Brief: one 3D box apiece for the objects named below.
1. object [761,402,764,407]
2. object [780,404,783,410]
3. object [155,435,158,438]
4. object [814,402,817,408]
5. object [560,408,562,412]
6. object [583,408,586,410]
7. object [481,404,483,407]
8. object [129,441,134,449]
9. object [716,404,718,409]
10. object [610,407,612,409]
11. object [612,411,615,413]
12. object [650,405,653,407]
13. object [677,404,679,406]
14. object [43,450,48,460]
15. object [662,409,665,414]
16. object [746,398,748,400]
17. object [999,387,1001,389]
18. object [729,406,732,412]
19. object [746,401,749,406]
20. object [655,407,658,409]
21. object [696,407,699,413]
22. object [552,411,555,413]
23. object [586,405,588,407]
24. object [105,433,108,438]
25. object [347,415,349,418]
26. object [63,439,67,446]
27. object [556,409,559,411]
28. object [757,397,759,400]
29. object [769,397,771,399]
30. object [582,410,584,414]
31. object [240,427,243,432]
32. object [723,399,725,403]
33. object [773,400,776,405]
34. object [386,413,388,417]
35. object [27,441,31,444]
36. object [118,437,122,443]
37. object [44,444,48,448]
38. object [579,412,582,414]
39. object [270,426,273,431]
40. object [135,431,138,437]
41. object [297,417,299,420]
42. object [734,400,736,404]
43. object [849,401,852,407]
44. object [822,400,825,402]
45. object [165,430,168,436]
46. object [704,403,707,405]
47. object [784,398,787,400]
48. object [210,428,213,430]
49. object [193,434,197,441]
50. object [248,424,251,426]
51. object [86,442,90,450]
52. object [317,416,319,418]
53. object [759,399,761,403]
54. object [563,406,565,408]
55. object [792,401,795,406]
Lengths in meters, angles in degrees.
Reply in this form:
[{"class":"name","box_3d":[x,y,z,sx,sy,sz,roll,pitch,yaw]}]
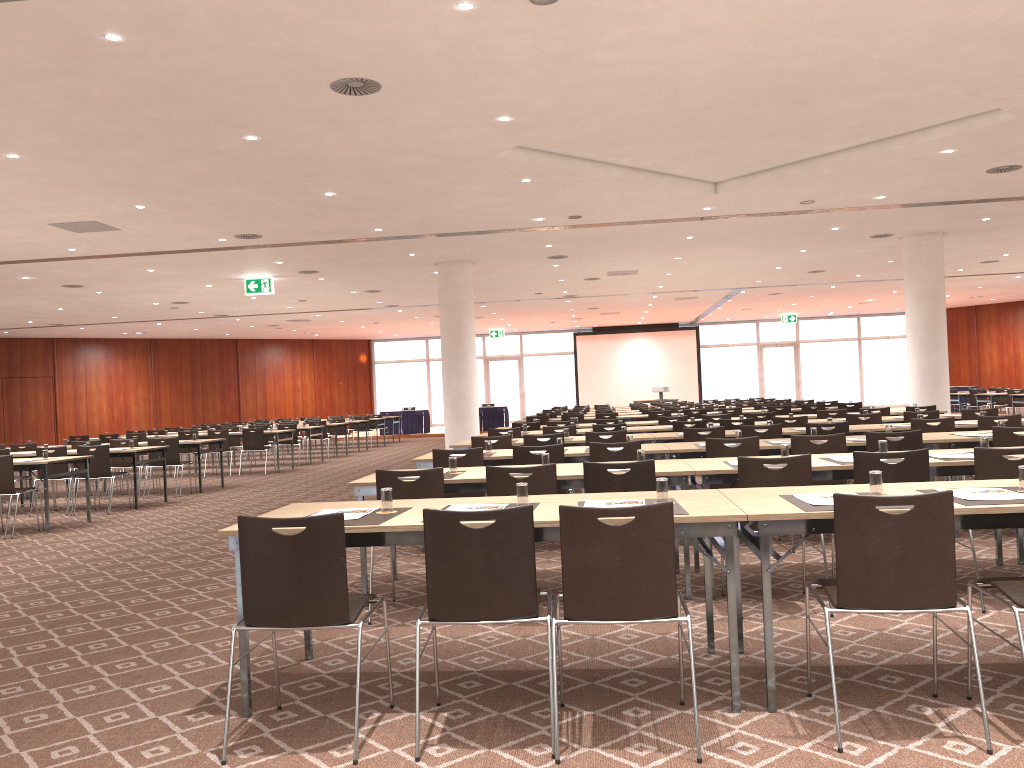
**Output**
[{"class":"object","box_3d":[5.430,0.455,19.216,0.054,0.114,0.054,-3,0,39]},{"class":"object","box_3d":[5.241,0.441,17.236,0.054,0.114,0.054,-3,0,39]},{"class":"object","box_3d":[-5.940,0.917,14.820,0.054,0.114,0.054,-3,0,-6]},{"class":"object","box_3d":[5.875,0.412,17.169,0.054,0.114,0.054,-3,0,39]},{"class":"object","box_3d":[1.316,0.691,23.645,0.054,0.114,0.054,-2,0,-28]},{"class":"object","box_3d":[1.766,0.648,21.605,0.054,0.114,0.054,-3,0,39]},{"class":"object","box_3d":[-1.069,0.758,31.274,0.054,0.114,0.054,-3,0,17]},{"class":"object","box_3d":[-5.474,0.872,12.761,0.054,0.114,0.054,-3,0,-6]},{"class":"object","box_3d":[4.466,0.500,19.318,0.054,0.114,0.054,-2,0,-28]},{"class":"object","box_3d":[2.411,0.618,21.531,0.054,0.114,0.054,-3,0,39]},{"class":"object","box_3d":[2.016,0.590,17.545,0.054,0.114,0.054,-3,0,39]},{"class":"object","box_3d":[3.370,0.573,21.432,0.054,0.114,0.054,-3,0,39]},{"class":"object","box_3d":[4.009,0.544,21.366,0.054,0.114,0.054,-3,0,39]},{"class":"object","box_3d":[-5.670,0.858,10.771,0.054,0.114,0.054,-3,0,17]},{"class":"object","box_3d":[2.979,0.545,17.447,0.054,0.114,0.054,-2,0,-28]},{"class":"object","box_3d":[6.656,0.468,25.134,0.054,0.114,0.054,-3,0,39]},{"class":"object","box_3d":[13.458,0.154,24.459,0.054,0.114,0.054,-3,0,-6]},{"class":"object","box_3d":[4.268,0.486,17.327,0.054,0.114,0.054,-2,0,-28]},{"class":"object","box_3d":[5.635,0.469,21.218,0.054,0.114,0.054,-3,0,39]},{"class":"object","box_3d":[3.169,0.560,19.452,0.054,0.114,0.054,-2,0,-28]},{"class":"object","box_3d":[3.631,0.515,17.393,0.054,0.114,0.054,-2,0,-28]},{"class":"object","box_3d":[0.919,0.664,19.676,0.054,0.114,0.054,-2,0,-28]},{"class":"object","box_3d":[2.157,0.676,25.576,0.054,0.114,0.054,-3,0,39]},{"class":"object","box_3d":[-8.492,1.075,18.589,0.054,0.114,0.054,-3,0,39]},{"class":"object","box_3d":[-5.249,1.041,28.314,0.054,0.114,0.054,-3,0,-6]},{"class":"object","box_3d":[-7.549,0.991,14.986,0.054,0.114,0.054,-3,0,39]},{"class":"object","box_3d":[1.113,0.678,21.656,0.054,0.114,0.054,-2,0,-28]},{"class":"object","box_3d":[7.497,0.452,27.060,0.054,0.114,0.054,-2,0,-28]},{"class":"object","box_3d":[7.310,0.438,25.075,0.054,0.114,0.054,-2,0,-28]},{"class":"object","box_3d":[1.569,0.634,19.600,0.054,0.114,0.054,-2,0,-28]},{"class":"object","box_3d":[-5.586,0.941,18.309,0.054,0.114,0.054,-2,0,-28]},{"class":"object","box_3d":[6.019,0.497,25.198,0.054,0.114,0.054,-3,0,39]},{"class":"object","box_3d":[6.267,0.440,21.157,0.054,0.114,0.054,-3,0,39]},{"class":"object","box_3d":[-3.965,0.981,28.192,0.054,0.114,0.054,-3,0,-6]},{"class":"object","box_3d":[-8.187,1.021,15.039,0.054,0.114,0.054,-3,0,39]},{"class":"object","box_3d":[-6.583,0.947,14.886,0.054,0.114,0.054,-3,0,-6]},{"class":"object","box_3d":[-6.773,0.932,12.893,0.054,0.114,0.054,-3,0,-6]},{"class":"object","box_3d":[1.368,0.620,17.624,0.054,0.114,0.054,-3,0,39]},{"class":"object","box_3d":[-4.953,0.912,18.234,0.054,0.114,0.054,-2,0,-28]},{"class":"object","box_3d":[-7.849,1.045,18.523,0.054,0.114,0.054,-3,0,39]},{"class":"object","box_3d":[-6.874,1.115,28.470,0.054,0.114,0.054,-2,0,-28]},{"class":"object","box_3d":[5.831,0.483,23.204,0.054,0.114,0.054,-3,0,39]},{"class":"object","box_3d":[6.533,0.381,17.099,0.054,0.114,0.054,-2,0,-28]},{"class":"object","box_3d":[6.715,0.396,19.095,0.054,0.114,0.054,-2,0,-28]},{"class":"object","box_3d":[-7.201,1.015,18.470,0.054,0.114,0.054,-3,0,39]},{"class":"object","box_3d":[4.655,0.514,21.312,0.054,0.114,0.054,-3,0,39]},{"class":"object","box_3d":[7.118,0.424,23.075,0.054,0.114,0.054,-2,0,-28]},{"class":"object","box_3d":[-6.233,0.971,18.375,0.054,0.114,0.054,-2,0,-28]},{"class":"object","box_3d":[-5.280,0.886,14.752,0.054,0.114,0.054,-3,0,-6]},{"class":"object","box_3d":[-6.031,0.985,20.364,0.054,0.114,0.054,-2,0,-28]},{"class":"object","box_3d":[-6.135,0.903,12.833,0.054,0.114,0.054,-3,0,-6]},{"class":"object","box_3d":[-6.216,1.085,28.413,0.054,0.114,0.054,-2,0,-28]},{"class":"object","box_3d":[6.470,0.453,23.134,0.054,0.114,0.054,-3,0,39]},{"class":"object","box_3d":[1.498,0.706,25.644,0.054,0.114,0.054,-2,0,-28]},{"class":"object","box_3d":[6.085,0.425,19.163,0.054,0.114,0.054,-3,0,39]}]
